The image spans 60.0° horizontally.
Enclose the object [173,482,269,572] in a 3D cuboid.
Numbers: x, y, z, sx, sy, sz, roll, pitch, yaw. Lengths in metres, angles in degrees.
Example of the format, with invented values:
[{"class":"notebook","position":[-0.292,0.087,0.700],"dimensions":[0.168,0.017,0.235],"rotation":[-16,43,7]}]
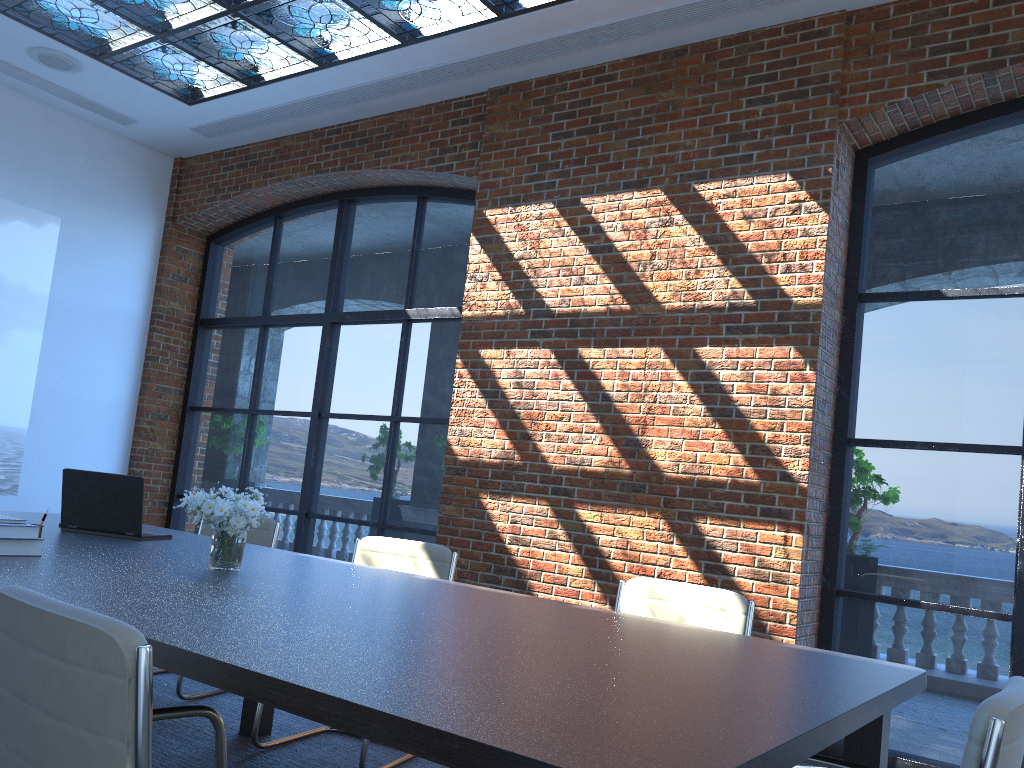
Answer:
[{"class":"object","position":[-1.014,0.507,3.160],"dimensions":[0.330,0.308,0.336],"rotation":[12,-9,-43]}]

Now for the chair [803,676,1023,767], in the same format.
[{"class":"chair","position":[0.656,1.027,1.840],"dimensions":[0.706,0.919,0.562],"rotation":[2,-7,35]}]

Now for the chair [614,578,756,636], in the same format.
[{"class":"chair","position":[0.443,1.169,3.108],"dimensions":[0.559,0.919,0.709],"rotation":[2,-7,35]}]

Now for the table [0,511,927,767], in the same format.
[{"class":"table","position":[-1.163,1.052,3.130],"dimensions":[4.500,0.807,1.818],"rotation":[1,-9,35]}]

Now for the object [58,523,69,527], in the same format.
[{"class":"object","position":[-2.097,0.663,4.199],"dimensions":[0.059,0.034,0.101],"rotation":[4,-7,16]}]

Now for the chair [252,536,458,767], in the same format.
[{"class":"chair","position":[-0.673,1.148,3.899],"dimensions":[0.559,0.919,0.710],"rotation":[4,-6,24]}]

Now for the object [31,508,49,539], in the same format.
[{"class":"object","position":[-1.757,0.518,3.228],"dimensions":[0.091,0.142,0.092],"rotation":[5,-6,13]}]

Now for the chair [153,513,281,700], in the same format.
[{"class":"chair","position":[-1.716,1.145,4.754],"dimensions":[0.559,0.919,0.710],"rotation":[4,-6,24]}]

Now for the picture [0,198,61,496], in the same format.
[{"class":"picture","position":[-4.939,-0.530,6.002],"dimensions":[0.024,2.351,3.478],"rotation":[3,-8,35]}]

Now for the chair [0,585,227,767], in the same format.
[{"class":"chair","position":[-0.609,0.866,1.674],"dimensions":[0.560,0.919,0.709],"rotation":[2,-8,39]}]

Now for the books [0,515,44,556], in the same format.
[{"class":"books","position":[-1.734,0.492,2.902],"dimensions":[0.254,0.114,0.296],"rotation":[2,-9,34]}]

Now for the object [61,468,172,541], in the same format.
[{"class":"object","position":[-1.794,0.551,4.048],"dimensions":[0.390,0.282,0.324],"rotation":[5,-6,9]}]
